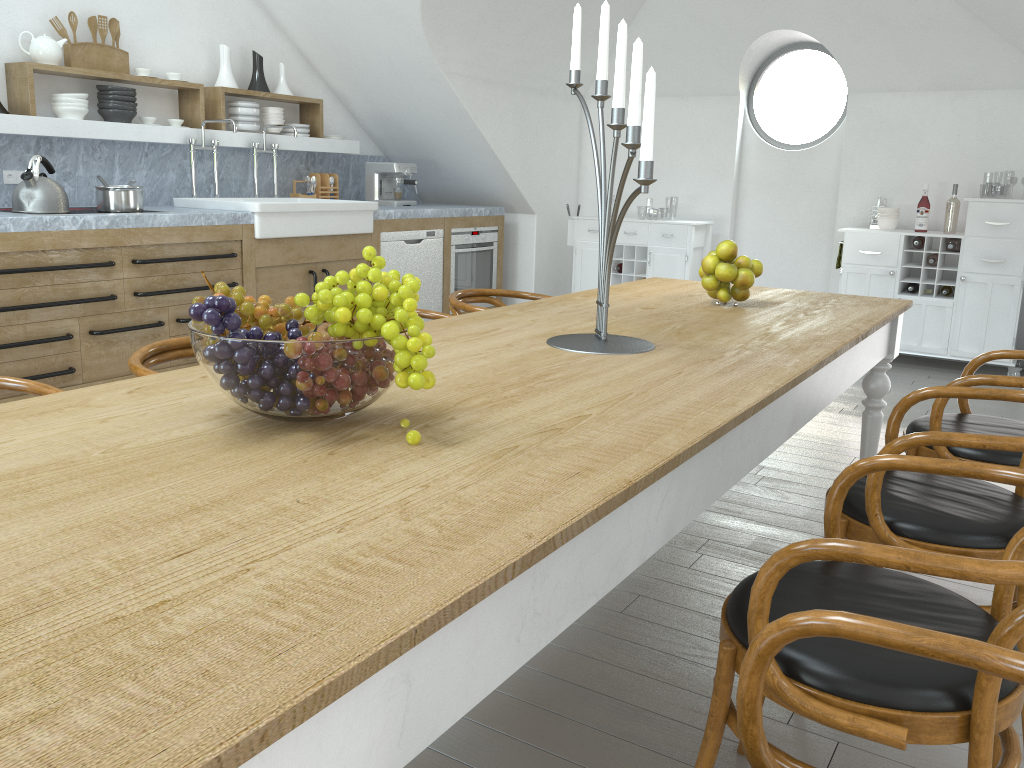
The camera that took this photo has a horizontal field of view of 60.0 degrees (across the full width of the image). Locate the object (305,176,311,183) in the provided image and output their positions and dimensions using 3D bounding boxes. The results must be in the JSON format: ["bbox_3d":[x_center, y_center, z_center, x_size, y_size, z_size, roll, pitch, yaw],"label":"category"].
[{"bbox_3d":[-1.446,-1.379,6.291,0.040,0.191,0.042,-3,12,-20],"label":"object"}]

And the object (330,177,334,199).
[{"bbox_3d":[-1.313,-1.412,6.451,0.040,0.191,0.042,0,12,-8],"label":"object"}]

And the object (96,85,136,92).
[{"bbox_3d":[-2.231,-1.638,4.999,0.206,0.079,0.206,10,15,33],"label":"object"}]

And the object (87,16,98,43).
[{"bbox_3d":[-2.302,-1.882,4.899,0.040,0.297,0.061,8,13,28],"label":"object"}]

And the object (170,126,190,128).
[{"bbox_3d":[-2.039,-1.553,5.373,0.164,0.012,0.164,-9,17,-40],"label":"object"}]

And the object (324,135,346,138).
[{"bbox_3d":[-1.321,-1.800,6.481,0.213,0.025,0.214,6,14,19],"label":"object"}]

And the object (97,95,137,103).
[{"bbox_3d":[-2.229,-1.585,5.005,0.206,0.072,0.207,6,14,19],"label":"object"}]

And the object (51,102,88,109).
[{"bbox_3d":[-2.382,-1.478,4.778,0.181,0.065,0.182,-3,14,-20],"label":"object"}]

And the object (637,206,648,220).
[{"bbox_3d":[1.008,-1.326,6.879,0.082,0.104,0.082,-10,17,-44],"label":"object"}]

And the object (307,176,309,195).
[{"bbox_3d":[-1.442,-1.372,6.276,0.020,0.195,0.018,12,15,40],"label":"object"}]

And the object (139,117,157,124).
[{"bbox_3d":[-2.140,-1.542,5.208,0.099,0.048,0.099,9,15,28],"label":"object"}]

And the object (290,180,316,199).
[{"bbox_3d":[-1.473,-1.353,6.254,0.100,0.170,0.173,9,14,32],"label":"object"}]

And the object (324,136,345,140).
[{"bbox_3d":[-1.322,-1.792,6.482,0.213,0.025,0.214,6,14,19],"label":"object"}]

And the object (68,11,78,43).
[{"bbox_3d":[-2.366,-1.862,4.800,0.028,0.297,0.055,9,13,31],"label":"object"}]

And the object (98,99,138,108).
[{"bbox_3d":[-2.225,-1.563,5.007,0.205,0.086,0.206,-2,13,-15],"label":"object"}]

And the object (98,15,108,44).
[{"bbox_3d":[-2.267,-1.885,4.918,0.019,0.297,0.057,9,13,31],"label":"object"}]

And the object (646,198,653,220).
[{"bbox_3d":[1.073,-1.366,6.924,0.048,0.168,0.048,6,12,19],"label":"object"}]

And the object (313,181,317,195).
[{"bbox_3d":[-1.404,-1.363,6.282,0.044,0.177,0.020,5,12,16],"label":"object"}]

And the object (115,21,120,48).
[{"bbox_3d":[-2.231,-1.905,5.012,0.030,0.292,0.058,9,13,31],"label":"object"}]

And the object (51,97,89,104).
[{"bbox_3d":[-2.380,-1.502,4.776,0.181,0.068,0.182,-9,17,-40],"label":"object"}]

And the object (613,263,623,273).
[{"bbox_3d":[0.882,-0.919,7.029,0.082,0.084,0.318,9,15,31],"label":"object"}]

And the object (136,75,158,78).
[{"bbox_3d":[-2.141,-1.778,5.146,0.164,0.012,0.164,-9,17,-40],"label":"object"}]

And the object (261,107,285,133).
[{"bbox_3d":[-1.604,-1.771,5.950,0.158,0.159,0.155,-5,14,-29],"label":"object"}]

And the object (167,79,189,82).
[{"bbox_3d":[-2.027,-1.816,5.325,0.164,0.012,0.164,-9,17,-40],"label":"object"}]

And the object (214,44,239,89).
[{"bbox_3d":[-1.815,-2.010,5.623,0.156,0.266,0.157,6,13,20],"label":"object"}]

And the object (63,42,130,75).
[{"bbox_3d":[-2.297,-1.804,4.909,0.084,0.156,0.355,9,15,31],"label":"object"}]

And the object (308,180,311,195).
[{"bbox_3d":[-1.428,-1.357,6.253,0.019,0.177,0.044,1,12,-3],"label":"object"}]

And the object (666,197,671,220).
[{"bbox_3d":[1.219,-1.363,6.907,0.054,0.178,0.054,4,12,9],"label":"object"}]

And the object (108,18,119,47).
[{"bbox_3d":[-2.236,-1.896,4.972,0.039,0.296,0.068,9,13,31],"label":"object"}]

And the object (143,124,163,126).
[{"bbox_3d":[-2.141,-1.519,5.212,0.164,0.012,0.164,-9,17,-40],"label":"object"}]

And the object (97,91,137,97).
[{"bbox_3d":[-2.229,-1.611,5.005,0.205,0.083,0.206,-6,15,-30],"label":"object"}]

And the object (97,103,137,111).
[{"bbox_3d":[-2.232,-1.537,5.013,0.205,0.086,0.206,-3,14,-20],"label":"object"}]

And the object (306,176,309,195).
[{"bbox_3d":[-1.441,-1.370,6.265,0.019,0.195,0.022,6,12,19],"label":"object"}]

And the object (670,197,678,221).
[{"bbox_3d":[1.250,-1.353,6.852,0.063,0.186,0.063,5,12,16],"label":"object"}]

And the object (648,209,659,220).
[{"bbox_3d":[1.094,-1.311,6.871,0.077,0.085,0.077,6,13,19],"label":"object"}]

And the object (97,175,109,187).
[{"bbox_3d":[-2.057,-0.985,4.552,0.236,0.166,0.051,8,13,26],"label":"object"}]

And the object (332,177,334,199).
[{"bbox_3d":[-1.312,-1.415,6.478,0.019,0.195,0.022,9,14,32],"label":"object"}]

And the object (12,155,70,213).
[{"bbox_3d":[-2.235,-0.947,4.190,0.247,0.266,0.247,12,16,40],"label":"object"}]

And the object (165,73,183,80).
[{"bbox_3d":[-2.026,-1.838,5.321,0.099,0.048,0.099,9,15,28],"label":"object"}]

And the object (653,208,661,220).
[{"bbox_3d":[1.146,-1.331,6.945,0.094,0.093,0.094,6,13,19],"label":"object"}]

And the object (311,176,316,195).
[{"bbox_3d":[-1.404,-1.372,6.266,0.040,0.191,0.042,-3,12,-21],"label":"object"}]

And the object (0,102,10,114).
[{"bbox_3d":[-2.610,-1.465,4.442,0.156,0.217,0.157,5,12,13],"label":"object"}]

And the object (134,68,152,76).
[{"bbox_3d":[-2.140,-1.800,5.142,0.099,0.048,0.099,9,15,28],"label":"object"}]

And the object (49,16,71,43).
[{"bbox_3d":[-2.384,-1.838,4.771,0.016,0.257,0.199,12,16,41],"label":"object"}]

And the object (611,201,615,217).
[{"bbox_3d":[0.805,-1.436,7.271,0.101,0.137,0.067,9,14,31],"label":"object"}]

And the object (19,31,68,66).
[{"bbox_3d":[-2.453,-1.752,4.646,0.174,0.168,0.169,5,13,15],"label":"object"}]

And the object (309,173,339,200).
[{"bbox_3d":[-1.364,-1.419,6.440,0.104,0.221,0.201,9,14,31],"label":"object"}]

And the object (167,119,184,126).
[{"bbox_3d":[-2.038,-1.576,5.368,0.099,0.048,0.099,9,15,28],"label":"object"}]

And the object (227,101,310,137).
[{"bbox_3d":[-1.625,-1.772,5.962,0.198,0.195,0.659,9,15,30],"label":"object"}]

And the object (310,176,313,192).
[{"bbox_3d":[-1.421,-1.372,6.275,0.023,0.195,0.018,7,13,26],"label":"object"}]

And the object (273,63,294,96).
[{"bbox_3d":[-1.562,-2.073,6.038,0.156,0.217,0.157,5,12,13],"label":"object"}]

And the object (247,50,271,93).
[{"bbox_3d":[-1.672,-2.056,5.840,0.156,0.266,0.156,10,15,35],"label":"object"}]

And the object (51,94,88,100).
[{"bbox_3d":[-2.378,-1.530,4.771,0.181,0.075,0.182,-3,14,-20],"label":"object"}]

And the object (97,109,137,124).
[{"bbox_3d":[-2.232,-1.511,5.018,0.206,0.072,0.207,6,14,19],"label":"object"}]

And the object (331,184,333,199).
[{"bbox_3d":[-1.313,-1.413,6.467,0.018,0.195,0.020,-7,14,-35],"label":"object"}]

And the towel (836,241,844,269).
[{"bbox_3d":[2.404,-0.942,6.460,0.049,0.202,0.150,9,14,31],"label":"towel"}]

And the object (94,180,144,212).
[{"bbox_3d":[-1.987,-0.969,4.606,0.232,0.169,0.396,4,13,11],"label":"object"}]

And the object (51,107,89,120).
[{"bbox_3d":[-2.382,-1.456,4.783,0.181,0.063,0.182,-7,16,-35],"label":"object"}]

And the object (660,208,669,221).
[{"bbox_3d":[1.176,-1.313,6.860,0.071,0.098,0.071,-7,15,-34],"label":"object"}]

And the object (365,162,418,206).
[{"bbox_3d":[-0.851,-1.496,6.652,0.387,0.318,0.325,9,14,31],"label":"object"}]
